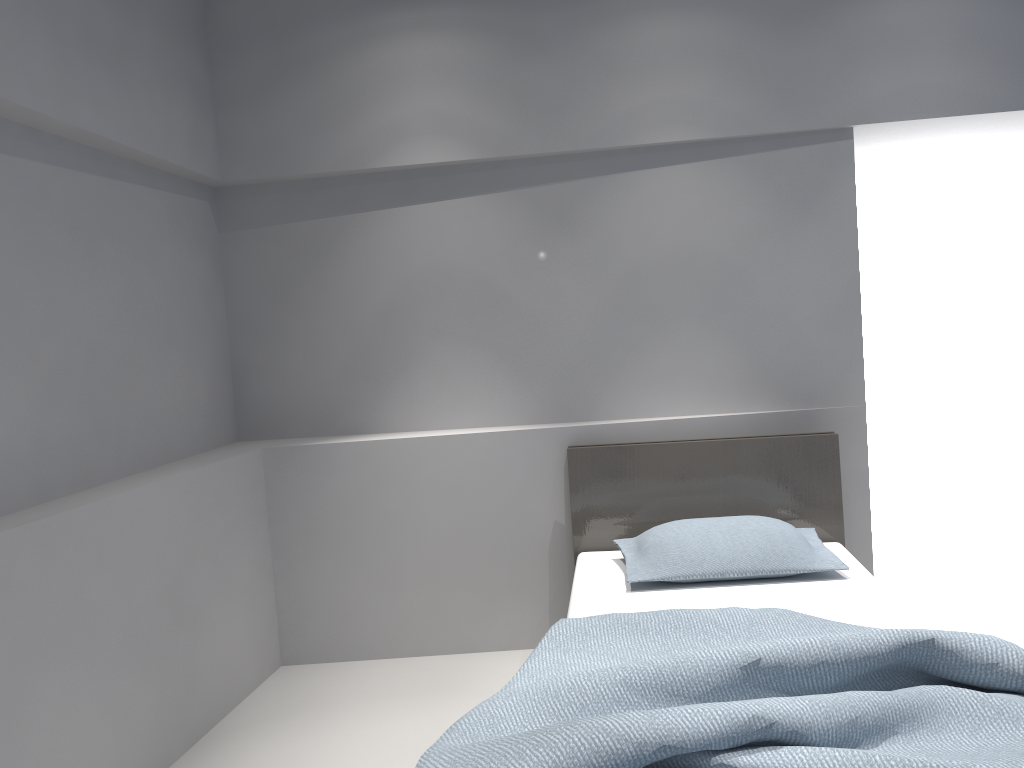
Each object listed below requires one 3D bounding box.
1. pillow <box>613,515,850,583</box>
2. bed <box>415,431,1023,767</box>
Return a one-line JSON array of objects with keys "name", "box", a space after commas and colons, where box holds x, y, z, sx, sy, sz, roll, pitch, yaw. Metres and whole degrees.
[{"name": "pillow", "box": [0.739, 0.563, 3.078, 0.746, 0.173, 0.417, -4, 4, 2]}, {"name": "bed", "box": [0.594, 0.673, 2.380, 1.411, 0.752, 2.319, -4, 4, 7]}]
